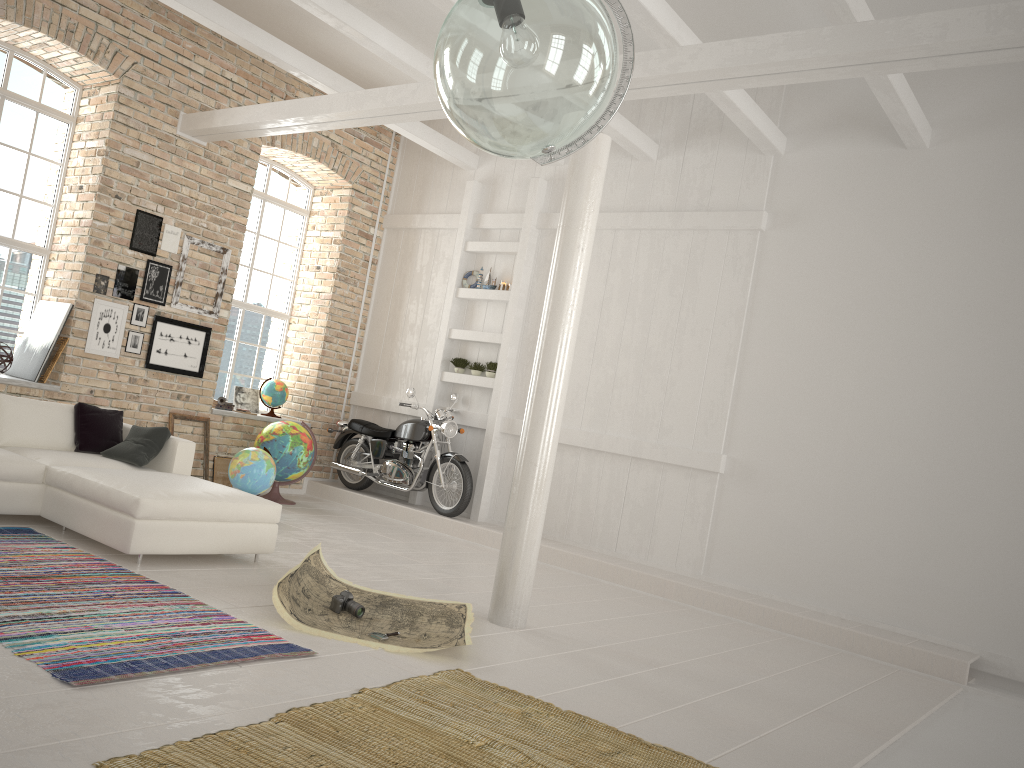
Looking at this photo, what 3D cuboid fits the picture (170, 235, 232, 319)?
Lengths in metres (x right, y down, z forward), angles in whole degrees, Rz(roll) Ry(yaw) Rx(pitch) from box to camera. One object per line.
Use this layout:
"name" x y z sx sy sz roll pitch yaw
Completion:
"picture" -3.188 -1.090 9.153 0.027 0.748 0.564 9 -3 37

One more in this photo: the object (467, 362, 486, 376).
"object" -0.387 -0.166 9.865 0.237 0.158 0.218 9 -3 29

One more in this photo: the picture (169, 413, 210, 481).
"picture" -3.322 0.702 9.172 0.237 0.747 0.473 9 -3 37

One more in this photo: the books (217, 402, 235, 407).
"books" -3.229 0.218 9.863 0.216 0.026 0.242 8 -4 32

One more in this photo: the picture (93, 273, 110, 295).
"picture" -3.837 -0.931 8.327 0.009 0.178 0.125 8 -3 42

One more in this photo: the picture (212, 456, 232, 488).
"picture" -3.124 0.968 9.634 0.102 0.350 0.250 9 -3 37

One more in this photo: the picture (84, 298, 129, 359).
"picture" -3.825 -0.521 8.422 0.014 0.513 0.342 9 -3 36

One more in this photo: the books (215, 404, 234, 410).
"books" -3.237 0.241 9.853 0.217 0.029 0.238 8 -4 36

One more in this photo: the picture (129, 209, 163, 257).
"picture" -3.534 -1.457 8.620 0.020 0.394 0.277 9 -3 36

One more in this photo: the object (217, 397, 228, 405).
"object" -3.210 0.182 9.893 0.092 0.090 0.491 11 -3 -14

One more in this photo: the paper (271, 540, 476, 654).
"paper" -0.718 1.206 5.111 1.070 0.265 1.457 10 -3 1

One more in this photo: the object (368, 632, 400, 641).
"object" -0.651 1.316 4.671 0.103 0.019 0.213 9 -4 32

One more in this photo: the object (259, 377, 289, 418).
"object" -2.801 0.162 10.490 0.352 0.464 0.307 8 -3 43

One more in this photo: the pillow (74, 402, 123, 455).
"pillow" -3.200 0.363 6.919 0.259 0.390 0.399 9 -3 37

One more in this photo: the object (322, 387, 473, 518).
"object" -1.224 0.665 9.965 2.308 1.327 0.764 9 -3 33

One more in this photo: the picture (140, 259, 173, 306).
"picture" -3.494 -0.993 8.762 0.011 0.409 0.273 9 -3 36

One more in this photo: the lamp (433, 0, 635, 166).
"lamp" 0.127 -1.390 2.459 0.470 1.597 0.535 12 -3 -38

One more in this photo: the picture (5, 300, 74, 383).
"picture" -4.379 -0.406 8.260 0.628 0.763 0.229 8 -3 38

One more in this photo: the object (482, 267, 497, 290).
"object" -0.235 -1.170 9.892 0.060 0.260 0.249 12 -3 -39

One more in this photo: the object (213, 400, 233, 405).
"object" -3.217 0.197 9.854 0.169 0.021 0.200 8 -4 37

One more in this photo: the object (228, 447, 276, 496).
"object" -2.442 0.890 8.336 0.437 0.631 0.459 11 -2 -12

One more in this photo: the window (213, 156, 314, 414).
"window" 1.597 -0.517 6.799 12.206 2.986 1.338 8 -3 38

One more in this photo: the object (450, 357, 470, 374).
"object" -0.590 -0.207 10.001 0.235 0.180 0.248 10 -3 8

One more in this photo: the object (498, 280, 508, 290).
"object" -0.098 -1.075 9.818 0.099 0.120 0.115 12 -3 -35

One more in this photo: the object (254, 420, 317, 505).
"object" -2.467 0.826 9.564 0.677 0.923 0.634 10 -2 13

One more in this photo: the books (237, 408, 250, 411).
"books" -2.980 0.287 9.880 0.105 0.013 0.129 10 -3 12

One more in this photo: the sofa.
"sofa" -3.320 0.505 5.529 2.318 0.841 3.067 8 -4 37

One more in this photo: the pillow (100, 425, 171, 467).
"pillow" -2.819 0.440 6.698 0.440 0.305 0.322 9 -3 28

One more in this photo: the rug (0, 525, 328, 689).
"rug" -2.335 1.013 4.467 2.858 0.008 1.319 8 -4 36

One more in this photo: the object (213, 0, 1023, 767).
"object" -0.371 -1.067 4.097 12.652 4.794 9.479 8 -4 37

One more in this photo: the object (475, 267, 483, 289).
"object" -0.356 -1.189 10.025 0.066 0.267 0.068 10 -2 -9

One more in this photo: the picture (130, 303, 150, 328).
"picture" -3.621 -0.666 8.675 0.012 0.213 0.165 9 -3 36

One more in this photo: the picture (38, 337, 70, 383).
"picture" -4.260 -0.227 8.175 0.386 0.460 0.162 8 -3 37

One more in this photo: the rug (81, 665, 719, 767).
"rug" -0.102 1.335 3.027 1.632 0.021 2.068 9 -4 31

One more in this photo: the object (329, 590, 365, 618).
"object" -0.913 1.235 5.013 0.180 0.124 0.139 8 -3 37

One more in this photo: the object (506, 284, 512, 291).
"object" -0.006 -1.046 9.742 0.105 0.088 0.108 11 -3 -12

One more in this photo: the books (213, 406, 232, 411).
"books" -3.238 0.267 9.850 0.216 0.025 0.239 8 -4 38

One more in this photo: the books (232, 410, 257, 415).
"books" -2.966 0.319 9.880 0.188 0.022 0.213 8 -4 37

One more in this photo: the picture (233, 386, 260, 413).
"picture" -3.166 0.193 10.642 0.072 0.292 0.367 9 -3 36

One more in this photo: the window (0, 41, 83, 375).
"window" -0.123 -0.961 4.399 12.206 2.986 1.338 8 -3 38

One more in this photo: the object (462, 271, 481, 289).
"object" -0.458 -1.182 10.130 0.248 0.228 0.067 9 -2 29

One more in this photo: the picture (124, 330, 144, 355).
"picture" -3.668 -0.403 8.666 0.012 0.213 0.165 9 -3 36

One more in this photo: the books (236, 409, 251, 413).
"books" -2.973 0.301 9.878 0.140 0.014 0.101 9 -3 20

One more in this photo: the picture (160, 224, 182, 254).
"picture" -3.380 -1.438 8.838 0.013 0.258 0.182 9 -3 36

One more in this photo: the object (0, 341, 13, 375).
"object" -4.534 -0.229 7.810 0.325 0.307 0.288 9 -3 28

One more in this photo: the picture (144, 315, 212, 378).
"picture" -3.381 -0.371 9.045 0.033 0.535 0.668 9 -3 36

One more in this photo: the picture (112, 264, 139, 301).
"picture" -3.689 -0.967 8.517 0.015 0.306 0.215 9 -3 36
